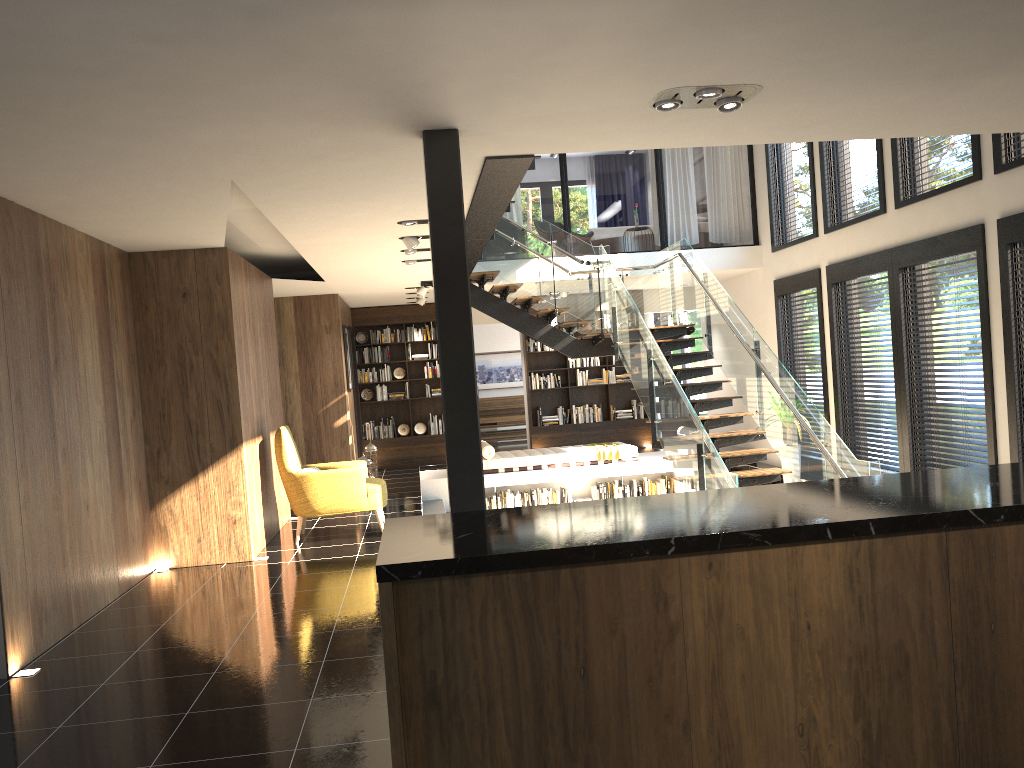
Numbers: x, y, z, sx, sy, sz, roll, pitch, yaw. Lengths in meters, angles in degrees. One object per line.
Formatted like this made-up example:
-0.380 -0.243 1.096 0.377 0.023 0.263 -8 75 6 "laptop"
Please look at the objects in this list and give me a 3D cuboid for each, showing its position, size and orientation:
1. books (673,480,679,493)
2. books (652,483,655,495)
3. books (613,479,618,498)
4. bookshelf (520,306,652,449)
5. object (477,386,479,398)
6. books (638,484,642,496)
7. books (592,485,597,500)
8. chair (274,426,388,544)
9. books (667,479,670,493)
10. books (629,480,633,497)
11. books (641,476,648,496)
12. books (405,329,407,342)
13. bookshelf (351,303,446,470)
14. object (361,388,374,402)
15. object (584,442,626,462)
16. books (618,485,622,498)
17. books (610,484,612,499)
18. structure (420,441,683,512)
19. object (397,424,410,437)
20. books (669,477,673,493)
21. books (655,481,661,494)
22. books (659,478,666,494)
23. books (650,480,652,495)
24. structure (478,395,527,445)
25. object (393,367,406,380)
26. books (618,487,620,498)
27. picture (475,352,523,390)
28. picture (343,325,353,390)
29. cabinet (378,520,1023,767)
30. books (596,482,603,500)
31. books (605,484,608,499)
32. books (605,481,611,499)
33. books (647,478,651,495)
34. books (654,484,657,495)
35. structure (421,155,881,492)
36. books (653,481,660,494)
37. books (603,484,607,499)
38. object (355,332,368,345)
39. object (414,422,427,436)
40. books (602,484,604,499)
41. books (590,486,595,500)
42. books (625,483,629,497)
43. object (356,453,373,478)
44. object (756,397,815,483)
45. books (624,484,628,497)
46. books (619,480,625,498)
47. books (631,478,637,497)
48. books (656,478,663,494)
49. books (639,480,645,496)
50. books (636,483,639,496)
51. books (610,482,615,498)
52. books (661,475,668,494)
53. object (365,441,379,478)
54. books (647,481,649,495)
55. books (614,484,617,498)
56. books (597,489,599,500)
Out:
2.279 1.470 12.441 0.037 0.264 0.272 -4 1 -6 "books"
1.959 1.501 12.408 0.025 0.249 0.208 -4 1 -6 "books"
1.451 1.500 12.396 0.029 0.326 0.153 -4 1 -6 "books"
1.275 -0.186 15.139 2.090 2.683 0.273 -4 2 -6 "bookshelf"
-0.846 -0.104 18.441 0.272 0.860 0.270 -4 2 8 "object"
1.773 1.525 12.400 0.032 0.229 0.228 -4 1 -6 "books"
1.156 1.549 12.346 0.030 0.273 0.168 -4 1 -6 "books"
-1.740 0.921 8.591 1.030 1.098 0.807 -4 1 -7 "chair"
2.181 1.473 12.449 0.030 0.273 0.185 -4 1 -6 "books"
1.661 1.500 12.419 0.066 0.294 0.142 -4 1 -6 "books"
1.860 1.466 12.409 0.028 0.334 0.205 -4 1 -6 "books"
-1.771 -0.808 14.826 0.023 0.213 0.194 -4 1 -6 "books"
-1.724 0.035 14.814 1.703 2.683 0.273 -4 2 -6 "bookshelf"
-2.405 0.185 14.732 0.212 0.222 0.082 -4 2 -6 "object"
1.318 1.118 12.755 0.466 0.510 1.166 -4 1 -6 "object"
1.509 1.543 12.393 0.028 0.231 0.158 -4 1 -6 "books"
1.371 1.533 12.410 0.026 0.270 0.128 -4 1 -6 "books"
0.509 0.172 12.636 3.781 3.246 1.148 -4 2 -6 "structure"
-1.804 0.772 14.789 0.212 0.222 0.082 -4 2 -6 "object"
2.235 1.461 12.473 0.043 0.287 0.147 -4 1 -6 "books"
2.050 1.495 12.424 0.021 0.248 0.197 -4 1 -6 "books"
2.111 1.472 12.438 0.028 0.285 0.210 -4 1 -6 "books"
1.930 1.485 12.428 0.025 0.285 0.164 -4 1 -6 "books"
-0.184 0.743 18.486 6.275 0.982 0.885 -4 1 -6 "structure"
-1.875 -0.172 14.783 0.212 0.222 0.082 -4 2 -6 "object"
1.481 1.548 12.408 0.026 0.226 0.132 -4 1 -6 "books"
0.132 -0.305 18.691 3.543 0.749 0.035 -4 2 -6 "picture"
-2.377 -0.377 12.882 0.028 0.911 0.748 -4 1 -6 "picture"
1.450 0.830 2.630 3.563 0.994 0.698 -4 1 -6 "cabinet"
1.218 1.523 12.339 0.043 0.316 0.209 -4 1 -6 "books"
1.313 1.539 12.366 0.029 0.268 0.146 -4 1 -6 "books"
1.343 1.518 12.373 0.035 0.305 0.151 -4 1 -6 "books"
1.907 1.478 12.427 0.021 0.302 0.167 -4 1 -6 "books"
2.003 1.514 12.446 0.022 0.216 0.137 -4 1 -6 "books"
0.962 -0.214 8.867 3.447 4.870 7.278 -4 1 -7 "structure"
2.028 1.498 12.416 0.024 0.246 0.211 -4 1 -6 "books"
1.285 1.541 12.355 0.029 0.268 0.173 -4 1 -6 "books"
-2.484 -0.758 14.679 0.212 0.222 0.082 -4 2 -6 "object"
-1.531 0.752 14.814 0.212 0.222 0.082 -4 2 -6 "object"
1.252 1.535 12.377 0.030 0.284 0.176 -4 1 -6 "books"
1.126 1.556 12.370 0.026 0.263 0.156 -4 1 -6 "books"
1.601 1.524 12.383 0.019 0.256 0.186 -4 1 -6 "books"
-2.071 1.197 12.441 0.262 0.483 0.262 -4 1 -6 "object"
3.508 0.745 11.249 0.876 1.338 0.830 -5 1 -17 "object"
1.574 1.527 12.380 0.036 0.253 0.178 -4 1 -6 "books"
1.536 1.498 12.391 0.033 0.318 0.152 -4 1 -6 "books"
1.708 1.488 12.409 0.027 0.312 0.189 -4 1 -6 "books"
2.076 1.474 12.453 0.039 0.284 0.199 -4 1 -6 "books"
1.831 1.492 12.440 0.026 0.284 0.177 -4 1 -6 "books"
1.738 1.513 12.427 0.030 0.257 0.160 -4 1 -6 "books"
1.403 1.523 12.350 0.026 0.287 0.204 -4 1 -6 "books"
2.142 1.447 12.456 0.042 0.328 0.205 -4 1 -6 "books"
-2.004 1.108 12.678 0.182 0.643 0.182 -4 2 -6 "object"
1.886 1.489 12.422 0.023 0.283 0.175 -4 1 -6 "books"
1.427 1.530 12.374 0.027 0.270 0.187 -4 1 -6 "books"
1.184 1.570 12.365 0.027 0.226 0.165 -4 1 -6 "books"
